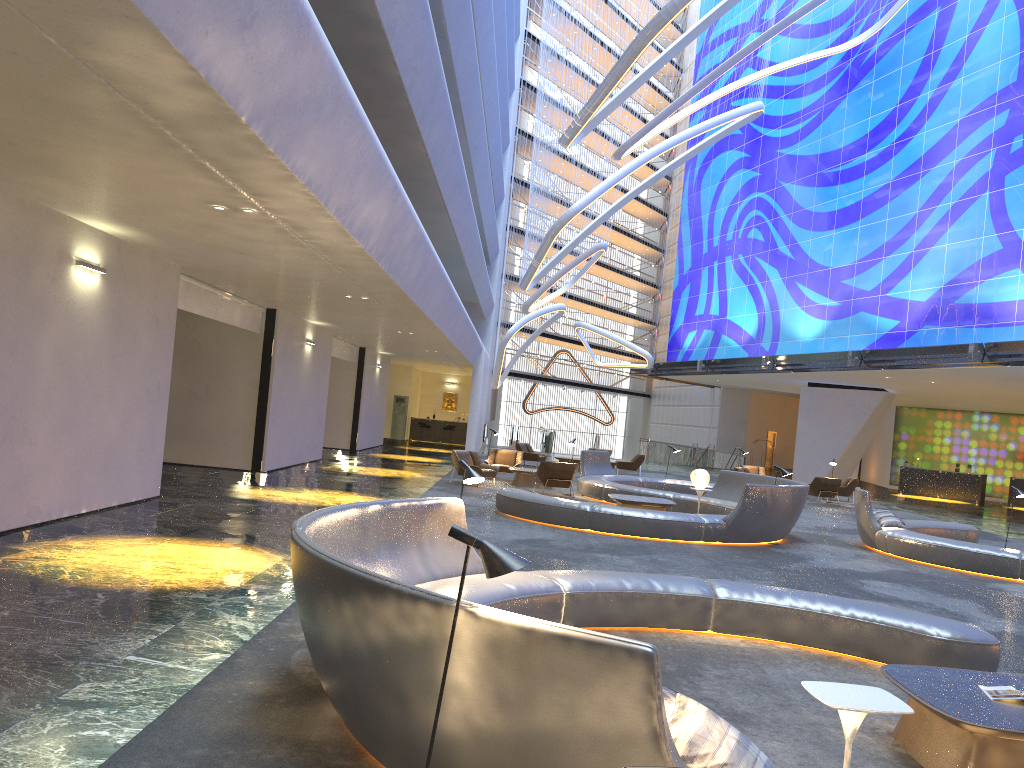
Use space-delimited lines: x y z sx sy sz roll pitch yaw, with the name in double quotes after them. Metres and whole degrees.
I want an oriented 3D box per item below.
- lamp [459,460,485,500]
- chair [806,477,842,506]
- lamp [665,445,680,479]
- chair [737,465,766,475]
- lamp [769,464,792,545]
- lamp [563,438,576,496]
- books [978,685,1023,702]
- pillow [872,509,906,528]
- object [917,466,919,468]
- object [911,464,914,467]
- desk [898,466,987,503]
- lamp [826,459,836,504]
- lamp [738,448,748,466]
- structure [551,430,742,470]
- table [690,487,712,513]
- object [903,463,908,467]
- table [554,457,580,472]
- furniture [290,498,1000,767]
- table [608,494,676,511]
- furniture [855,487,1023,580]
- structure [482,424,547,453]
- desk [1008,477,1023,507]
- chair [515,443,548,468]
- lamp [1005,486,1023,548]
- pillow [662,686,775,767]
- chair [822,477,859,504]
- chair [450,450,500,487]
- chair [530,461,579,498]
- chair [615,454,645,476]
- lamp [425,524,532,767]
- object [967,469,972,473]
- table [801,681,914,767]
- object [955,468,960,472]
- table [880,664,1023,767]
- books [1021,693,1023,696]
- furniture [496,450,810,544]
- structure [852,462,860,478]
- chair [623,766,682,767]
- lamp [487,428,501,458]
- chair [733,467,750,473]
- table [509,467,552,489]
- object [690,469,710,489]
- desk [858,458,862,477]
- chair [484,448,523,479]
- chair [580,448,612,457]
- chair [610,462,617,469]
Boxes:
-0.421 1.288 7.349 0.202 1.300 0.383 5 0 -40 "lamp"
8.821 3.025 25.259 0.930 0.766 0.938 6 -1 -16 "chair"
4.085 2.223 22.787 0.384 1.300 0.202 5 0 18 "lamp"
7.663 3.018 28.402 0.929 0.766 0.939 5 -1 7 "chair"
4.358 1.978 14.541 0.384 1.300 0.202 5 0 18 "lamp"
1.315 1.866 19.921 0.201 1.300 0.384 5 0 17 "lamp"
2.892 1.763 5.020 0.395 0.039 0.301 5 -2 14 "books"
6.355 2.281 15.098 0.692 0.262 0.878 5 -2 9 "pillow"
16.146 3.301 35.267 0.072 0.070 0.073 5 -1 35 "object"
15.986 3.271 35.383 0.107 0.108 0.111 5 -1 35 "object"
16.932 3.950 34.920 2.973 1.097 0.815 4 -1 39 "desk"
9.190 2.797 25.483 0.201 1.300 0.384 5 0 17 "lamp"
7.350 2.720 28.460 0.384 1.300 0.202 5 0 18 "lamp"
6.264 7.137 52.388 9.304 8.398 19.742 5 -2 1 "structure"
3.642 2.336 17.237 0.418 0.595 0.428 5 -1 0 "table"
15.787 3.237 35.526 0.149 0.150 0.149 5 -1 35 "object"
2.059 2.720 30.042 1.202 0.392 1.204 5 -2 19 "table"
1.368 1.456 3.158 5.186 0.969 9.930 6 -2 -3 "furniture"
2.352 2.294 16.206 1.203 0.392 1.204 5 -2 1 "table"
8.809 2.469 12.456 5.187 0.969 9.927 6 -2 -7 "furniture"
-0.140 6.482 51.994 3.016 8.238 19.837 5 -2 1 "structure"
20.534 4.246 33.510 2.973 1.097 0.815 4 -1 37 "desk"
0.625 2.393 29.759 0.937 0.766 0.931 5 -1 25 "chair"
8.577 2.399 15.134 0.202 1.300 0.383 5 0 -24 "lamp"
0.682 1.357 3.395 0.693 0.262 0.876 7 -2 -37 "pillow"
9.852 3.168 26.630 0.938 0.766 0.930 5 -1 9 "chair"
-0.882 1.943 20.394 0.937 0.766 0.931 5 -1 34 "chair"
0.947 2.094 19.697 0.930 0.766 0.938 6 -1 -16 "chair"
3.959 2.714 29.868 0.938 0.766 0.930 5 -1 2 "chair"
-0.168 1.179 3.299 0.384 1.300 0.202 5 0 0 "lamp"
17.624 3.368 34.167 0.150 0.145 0.150 5 -1 34 "object"
1.517 1.700 4.006 0.418 0.595 0.427 5 -1 -3 "table"
17.281 3.343 34.386 0.150 0.145 0.150 5 -1 34 "object"
2.780 1.966 4.983 1.203 0.392 1.204 5 -2 1 "table"
2.984 1.777 4.979 0.133 0.012 0.189 6 -2 -10 "books"
3.283 2.133 18.179 5.180 0.969 9.940 5 -2 17 "furniture"
15.748 3.555 40.776 1.023 2.051 0.772 6 0 -21 "structure"
0.503 1.472 2.041 0.937 0.766 0.931 5 -1 34 "chair"
-0.524 1.789 22.898 0.384 1.300 0.202 5 0 18 "lamp"
6.993 2.874 25.956 0.937 0.766 0.931 5 -1 34 "chair"
0.498 2.293 21.546 1.203 0.392 1.203 5 -2 0 "table"
3.647 1.843 17.207 0.366 0.387 0.318 5 -1 8 "object"
19.282 4.694 50.763 2.973 1.097 0.815 4 -1 39 "desk"
-0.212 2.087 22.840 0.929 0.766 0.939 5 -1 7 "chair"
2.991 2.669 31.284 0.928 0.766 0.940 5 -1 27 "chair"
2.722 2.547 28.346 0.940 0.766 0.928 6 -1 -38 "chair"
